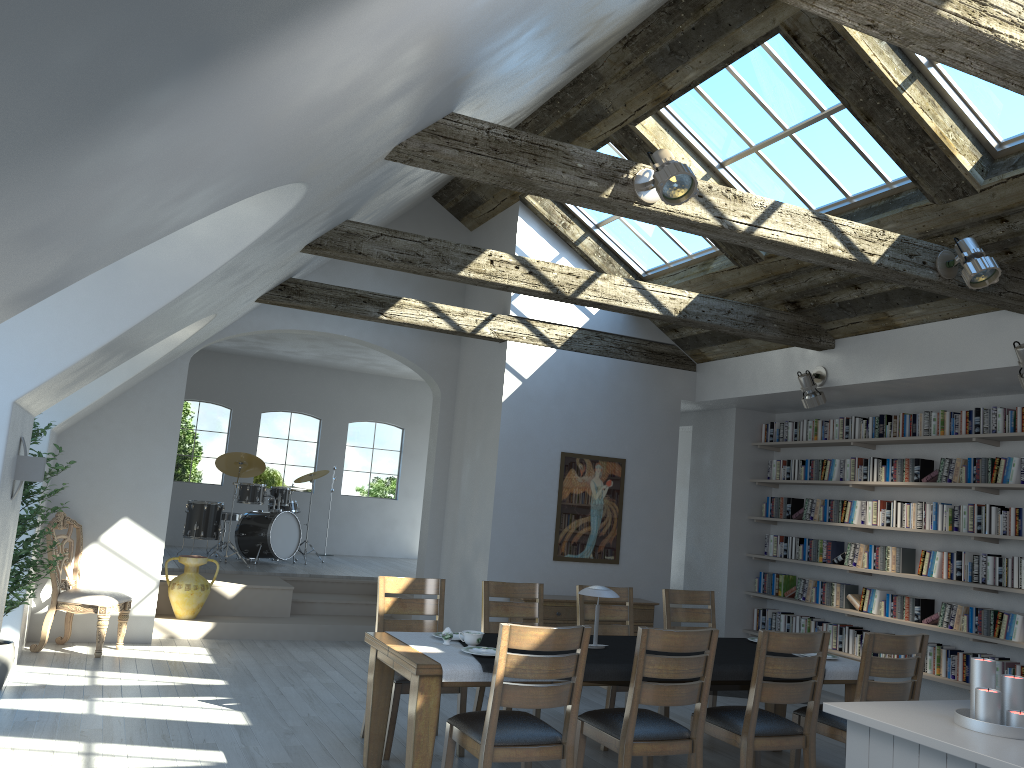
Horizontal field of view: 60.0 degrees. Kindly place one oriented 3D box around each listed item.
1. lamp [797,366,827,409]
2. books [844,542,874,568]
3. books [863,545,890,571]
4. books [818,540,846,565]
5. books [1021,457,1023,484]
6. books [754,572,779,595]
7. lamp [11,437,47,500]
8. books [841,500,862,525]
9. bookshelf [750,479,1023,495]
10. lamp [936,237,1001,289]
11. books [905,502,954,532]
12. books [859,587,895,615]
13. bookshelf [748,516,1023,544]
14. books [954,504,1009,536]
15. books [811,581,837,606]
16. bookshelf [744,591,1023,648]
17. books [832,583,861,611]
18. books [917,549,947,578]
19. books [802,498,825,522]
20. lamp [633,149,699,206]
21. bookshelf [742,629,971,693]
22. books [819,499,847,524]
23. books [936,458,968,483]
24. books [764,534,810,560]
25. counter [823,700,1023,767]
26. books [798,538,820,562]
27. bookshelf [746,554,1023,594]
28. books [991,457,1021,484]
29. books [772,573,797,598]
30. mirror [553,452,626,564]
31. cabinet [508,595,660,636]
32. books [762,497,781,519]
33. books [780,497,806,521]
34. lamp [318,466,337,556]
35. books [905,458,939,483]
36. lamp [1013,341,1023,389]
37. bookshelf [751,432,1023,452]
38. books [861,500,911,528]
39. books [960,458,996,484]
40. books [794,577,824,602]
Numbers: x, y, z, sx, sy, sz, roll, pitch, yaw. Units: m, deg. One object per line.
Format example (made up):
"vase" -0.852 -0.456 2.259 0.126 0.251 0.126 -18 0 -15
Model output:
"lamp" 2.606 0.026 7.724 0.265 0.386 0.235 5 -8 -2
"books" 3.279 1.612 8.337 0.189 0.228 0.249 8 -8 -24
"books" 3.382 1.592 8.117 0.209 0.220 0.278 8 -8 -25
"books" 3.161 1.638 8.593 0.189 0.224 0.345 8 -8 -24
"books" 4.353 0.622 6.270 0.242 0.237 1.489 8 -8 -24
"books" 2.734 2.112 9.401 0.209 0.220 0.278 8 -8 -25
"lamp" -2.510 0.444 4.623 0.127 0.325 0.127 8 -8 -24
"books" 3.287 1.224 8.446 0.189 0.228 0.249 8 -8 -24
"bookshelf" 4.339 0.750 6.102 0.315 0.070 7.825 8 -8 -24
"lamp" 2.728 -0.721 5.270 0.233 0.323 0.343 8 -8 -24
"books" 3.659 1.145 7.655 0.242 0.237 0.494 8 -8 -24
"books" 3.329 1.981 8.105 0.189 0.228 0.249 8 -8 -24
"bookshelf" 4.306 1.140 6.050 0.315 0.070 7.825 8 -8 -24
"books" 3.866 1.102 7.206 0.242 0.237 0.494 8 -8 -24
"books" 3.083 2.040 8.642 0.209 0.220 0.278 8 -8 -25
"bookshelf" 4.240 1.921 5.945 0.315 0.070 7.825 8 -8 -24
"books" 3.208 2.014 8.365 0.189 0.229 0.343 8 -8 -24
"books" 3.628 1.539 7.579 0.189 0.228 0.249 8 -8 -24
"books" 3.072 1.268 8.912 0.189 0.228 0.249 8 -8 -24
"lamp" 0.771 -1.026 4.392 0.233 0.311 0.354 8 -8 -24
"bookshelf" 4.206 2.312 5.892 0.315 0.070 7.825 8 -8 -24
"books" 3.176 1.249 8.691 0.209 0.220 0.278 8 -8 -25
"books" 3.767 0.746 7.526 0.189 0.228 0.249 8 -8 -24
"books" 2.867 1.699 9.238 0.214 0.220 0.490 8 -8 -24
"counter" 1.864 1.708 3.167 1.029 0.879 1.029 8 -8 -24
"books" 3.033 1.664 8.875 0.209 0.220 0.278 8 -8 -25
"bookshelf" 4.273 1.531 5.997 0.315 0.070 7.825 8 -8 -24
"books" 3.981 0.701 7.060 0.189 0.228 0.249 8 -8 -24
"books" 2.859 2.083 9.123 0.189 0.224 0.345 8 -8 -24
"mirror" 0.771 1.227 8.732 0.736 1.047 0.009 8 -8 -24
"cabinet" 0.654 2.387 8.377 1.481 0.714 0.383 8 -8 -24
"books" 2.827 1.321 9.450 0.209 0.220 0.278 8 -8 -25
"books" 2.954 1.295 9.167 0.189 0.224 0.345 8 -8 -24
"lamp" -2.838 1.963 13.805 0.232 1.383 0.238 8 -8 -24
"books" 3.649 0.772 7.782 0.189 0.224 0.345 8 -8 -24
"lamp" 3.454 -0.148 5.884 0.265 0.386 0.235 5 -8 -2
"bookshelf" 4.372 0.359 6.155 0.315 0.070 7.825 8 -8 -24
"books" 3.446 1.187 8.107 0.214 0.237 0.490 8 -8 -24
"books" 3.870 0.726 7.306 0.209 0.220 0.278 8 -8 -25
"books" 2.979 2.059 8.864 0.189 0.228 0.249 8 -8 -24
